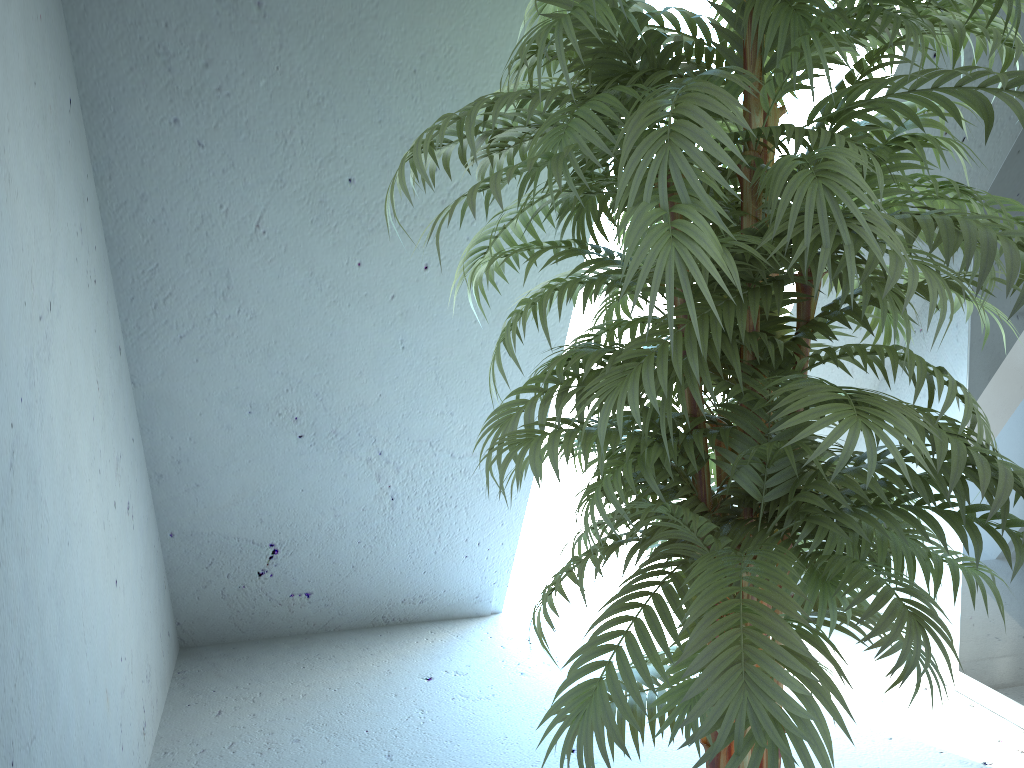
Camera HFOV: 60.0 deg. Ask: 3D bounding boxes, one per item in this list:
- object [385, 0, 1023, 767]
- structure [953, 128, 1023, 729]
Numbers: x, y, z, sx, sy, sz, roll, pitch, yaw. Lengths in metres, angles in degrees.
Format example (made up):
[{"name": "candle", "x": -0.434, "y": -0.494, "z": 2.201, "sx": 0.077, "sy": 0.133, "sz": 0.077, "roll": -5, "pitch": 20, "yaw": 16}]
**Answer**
[{"name": "object", "x": 0.354, "y": -0.003, "z": 1.372, "sx": 1.020, "sy": 2.034, "sz": 0.980, "roll": 3, "pitch": 7, "yaw": 33}, {"name": "structure", "x": 1.921, "y": -0.097, "z": 1.709, "sx": 1.184, "sy": 2.114, "sz": 1.835, "roll": -2, "pitch": 6, "yaw": -15}]
